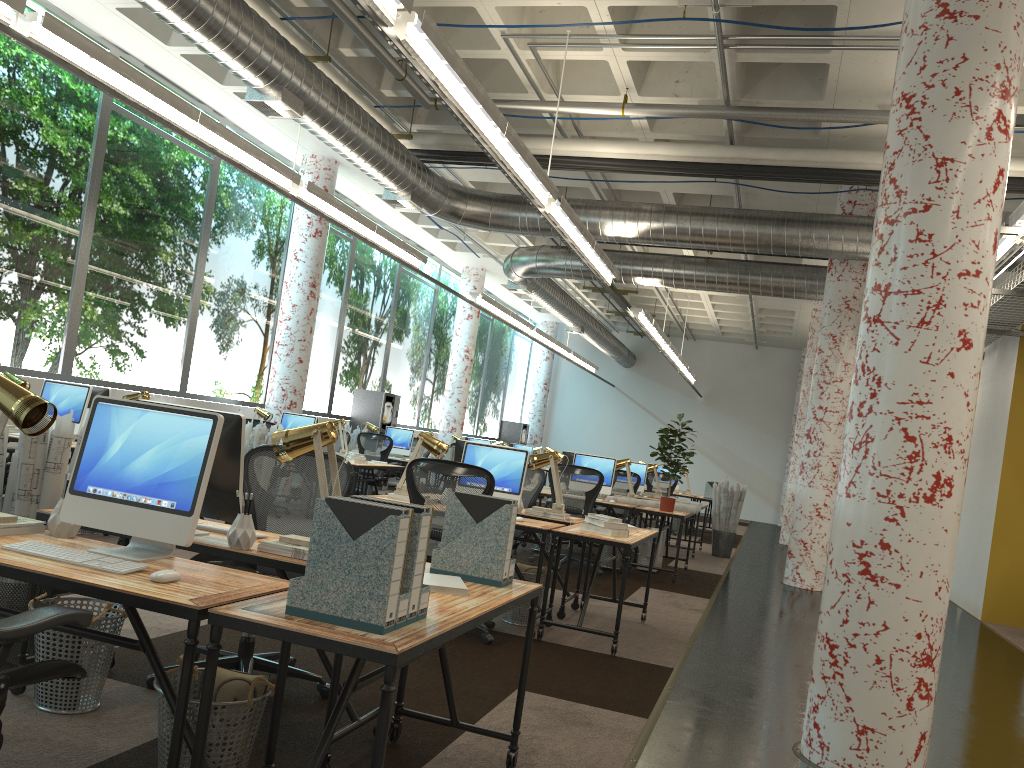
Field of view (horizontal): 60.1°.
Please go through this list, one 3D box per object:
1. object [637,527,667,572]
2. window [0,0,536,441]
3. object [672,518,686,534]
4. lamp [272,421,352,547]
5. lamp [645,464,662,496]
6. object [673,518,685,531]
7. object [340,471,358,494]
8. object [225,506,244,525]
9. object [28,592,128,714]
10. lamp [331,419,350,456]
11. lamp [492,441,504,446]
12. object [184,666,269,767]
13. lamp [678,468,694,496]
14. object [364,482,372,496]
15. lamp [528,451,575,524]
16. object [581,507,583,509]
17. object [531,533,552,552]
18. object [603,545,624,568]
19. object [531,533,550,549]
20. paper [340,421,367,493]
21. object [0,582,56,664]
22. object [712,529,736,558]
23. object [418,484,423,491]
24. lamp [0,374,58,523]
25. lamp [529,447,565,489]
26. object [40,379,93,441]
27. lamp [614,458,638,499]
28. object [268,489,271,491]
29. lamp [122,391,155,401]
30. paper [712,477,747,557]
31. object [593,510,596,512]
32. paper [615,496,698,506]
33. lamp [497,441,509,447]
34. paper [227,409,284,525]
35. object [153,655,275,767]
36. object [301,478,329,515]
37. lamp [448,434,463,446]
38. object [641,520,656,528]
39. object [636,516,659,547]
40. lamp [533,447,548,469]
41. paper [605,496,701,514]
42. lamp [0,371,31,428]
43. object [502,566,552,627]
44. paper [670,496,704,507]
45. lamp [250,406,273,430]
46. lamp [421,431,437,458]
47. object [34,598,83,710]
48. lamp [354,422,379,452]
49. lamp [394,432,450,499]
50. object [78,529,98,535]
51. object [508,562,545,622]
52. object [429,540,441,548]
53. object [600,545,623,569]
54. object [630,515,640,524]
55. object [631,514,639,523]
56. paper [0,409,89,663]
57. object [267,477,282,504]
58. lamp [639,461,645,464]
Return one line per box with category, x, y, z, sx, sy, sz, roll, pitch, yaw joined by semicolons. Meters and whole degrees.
object;1.633;1.923;10.328;0.220;0.454;0.543;8;-2;17
window;-3.257;-1.369;14.611;0.050;3.757;26.300;8;-4;17
object;3.151;2.583;16.680;0.358;0.434;0.354;8;-2;13
lamp;-0.689;0.444;3.273;0.526;0.610;0.220;7;-2;36
lamp;2.192;1.517;13.420;0.526;0.610;0.210;7;-2;36
object;3.176;2.605;16.754;0.234;0.403;0.120;8;-1;17
object;-2.779;1.646;14.988;0.352;0.398;0.354;7;-2;36
object;-2.320;1.237;7.652;0.354;0.398;0.352;9;-2;-28
object;-1.692;1.025;3.435;0.358;0.434;0.354;8;-2;13
lamp;-2.206;0.756;11.480;0.526;0.610;0.210;7;-2;36
lamp;-0.200;1.487;18.296;0.526;0.610;0.220;7;-2;36
object;-0.922;1.110;2.817;0.234;0.403;0.120;8;-1;17
lamp;3.409;1.939;17.209;0.526;0.610;0.220;7;-2;36
object;-2.354;1.664;14.565;0.234;0.403;0.120;8;-1;17
lamp;0.334;0.817;6.763;0.526;0.610;0.220;7;-2;36
object;1.192;2.099;13.586;0.358;0.434;0.354;8;-2;13
object;0.376;1.764;10.565;0.358;0.434;0.354;8;-2;13
object;1.145;1.849;9.948;0.234;0.403;0.120;8;-1;17
object;0.347;1.768;10.491;0.234;0.403;0.120;8;-1;17
paper;-2.742;1.235;14.986;0.441;1.197;0.412;8;-1;-5
object;-2.145;1.012;3.784;0.354;0.398;0.352;9;-2;-28
object;3.144;2.388;13.218;0.354;0.398;0.352;9;-2;-28
object;-1.556;1.744;14.022;0.234;0.403;0.120;8;-1;17
lamp;-1.747;0.268;2.921;0.526;0.610;0.220;7;-2;36
lamp;0.320;1.007;10.052;0.526;0.610;0.220;7;-2;36
object;-3.743;0.227;7.392;0.483;0.485;0.190;8;-1;17
lamp;1.375;1.182;10.399;0.526;0.610;0.210;7;-2;36
object;-3.235;1.343;11.572;0.234;0.403;0.120;8;-1;17
lamp;-3.273;0.367;7.854;0.526;0.610;0.210;7;-2;36
paper;3.181;1.976;13.216;0.441;1.197;0.412;8;-1;-5
object;1.163;2.104;13.512;0.234;0.403;0.120;8;-1;17
paper;1.607;1.350;10.008;1.137;0.082;0.083;9;-2;-19
lamp;-0.342;1.646;21.057;0.526;0.610;0.220;7;-2;36
paper;-2.284;0.826;7.650;0.441;1.197;0.412;8;-1;-5
object;-0.948;1.088;2.743;0.358;0.434;0.354;8;-2;13
object;-2.462;1.401;10.955;0.358;0.434;0.354;8;-2;13
lamp;-1.258;1.312;17.945;0.526;0.610;0.220;7;-2;36
object;1.961;2.184;12.969;0.234;0.403;0.120;8;-1;17
object;1.936;2.162;12.895;0.358;0.434;0.354;8;-2;13
lamp;0.716;1.821;21.409;0.526;0.610;0.220;7;-2;36
paper;1.559;1.333;9.848;1.135;0.082;0.083;9;-2;-9
lamp;-4.325;0.193;7.511;0.526;0.610;0.210;7;-2;36
object;0.075;1.462;6.233;0.358;0.434;0.354;8;-2;13
paper;2.501;1.705;12.867;0.567;0.061;0.628;7;-4;14
lamp;-3.261;0.581;11.133;0.526;0.610;0.220;7;-2;36
lamp;-1.323;1.078;14.477;0.526;0.610;0.220;7;-2;36
object;-1.721;1.030;3.360;0.234;0.403;0.120;8;-1;17
lamp;-2.378;0.903;14.130;0.526;0.610;0.210;7;-2;36
lamp;-0.724;0.642;6.411;0.526;0.610;0.220;7;-2;36
object;-3.528;1.012;7.329;0.358;0.434;0.354;8;-2;13
object;0.101;1.484;6.307;0.234;0.403;0.120;8;-1;17
object;-0.669;1.399;6.925;0.358;0.434;0.354;8;-2;13
object;1.120;1.827;9.874;0.358;0.434;0.354;8;-2;13
object;2.407;2.520;17.371;0.358;0.434;0.354;8;-2;13
object;2.378;2.525;17.297;0.234;0.403;0.120;8;-1;17
paper;-2.109;0.601;3.781;0.441;1.197;0.412;8;-1;-5
object;-3.206;1.338;11.646;0.358;0.434;0.354;8;-2;13
lamp;2.352;1.763;16.858;0.526;0.610;0.220;7;-2;36
